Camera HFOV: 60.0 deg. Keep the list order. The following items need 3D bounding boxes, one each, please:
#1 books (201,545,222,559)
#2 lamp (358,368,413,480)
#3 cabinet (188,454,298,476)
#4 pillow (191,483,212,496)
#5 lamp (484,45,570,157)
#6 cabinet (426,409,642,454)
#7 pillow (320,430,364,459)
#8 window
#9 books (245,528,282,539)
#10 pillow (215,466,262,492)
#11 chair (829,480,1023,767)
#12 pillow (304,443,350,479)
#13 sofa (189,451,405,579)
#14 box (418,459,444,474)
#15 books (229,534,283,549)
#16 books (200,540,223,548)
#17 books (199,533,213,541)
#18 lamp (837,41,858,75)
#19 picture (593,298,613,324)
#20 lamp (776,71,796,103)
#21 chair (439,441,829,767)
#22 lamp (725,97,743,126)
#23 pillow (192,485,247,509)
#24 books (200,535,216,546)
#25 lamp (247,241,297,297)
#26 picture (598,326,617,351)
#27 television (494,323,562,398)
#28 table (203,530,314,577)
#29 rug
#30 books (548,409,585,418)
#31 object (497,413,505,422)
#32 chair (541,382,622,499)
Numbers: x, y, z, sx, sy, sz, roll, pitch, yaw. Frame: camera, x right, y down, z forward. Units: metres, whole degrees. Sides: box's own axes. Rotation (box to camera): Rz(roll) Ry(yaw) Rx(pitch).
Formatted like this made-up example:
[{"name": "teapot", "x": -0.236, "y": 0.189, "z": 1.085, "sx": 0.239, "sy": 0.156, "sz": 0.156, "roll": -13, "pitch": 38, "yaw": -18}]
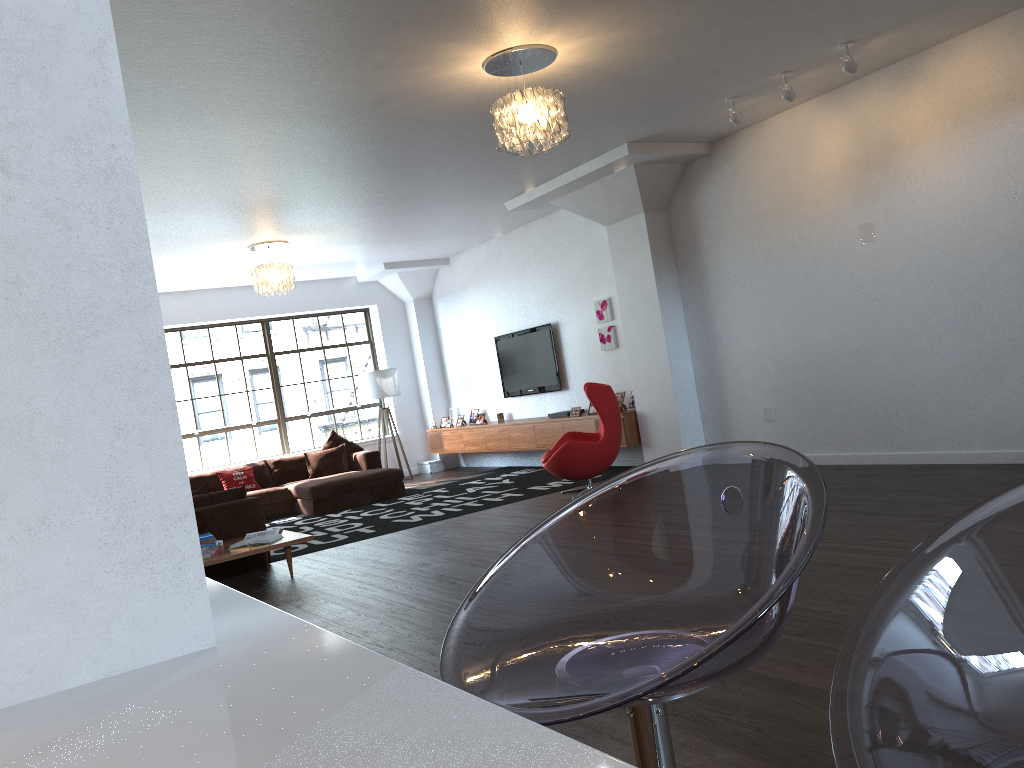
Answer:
[{"name": "books", "x": -2.217, "y": 1.208, "z": 6.299, "sx": 0.236, "sy": 0.035, "sz": 0.340, "roll": -9, "pitch": 0, "yaw": -7}, {"name": "lamp", "x": -1.770, "y": 0.593, "z": 12.523, "sx": 0.545, "sy": 1.579, "sz": 0.545, "roll": -9, "pitch": 0, "yaw": -21}, {"name": "cabinet", "x": -3.473, "y": 1.363, "z": 11.595, "sx": 1.520, "sy": 0.625, "sz": 0.350, "roll": -10, "pitch": 0, "yaw": -32}, {"name": "pillow", "x": -2.690, "y": 1.047, "z": 7.407, "sx": 0.559, "sy": 0.411, "sz": 0.269, "roll": -9, "pitch": 0, "yaw": 14}, {"name": "lamp", "x": 0.089, "y": -1.632, "z": 5.191, "sx": 0.441, "sy": 0.539, "sz": 0.442, "roll": -9, "pitch": 0, "yaw": 10}, {"name": "cabinet", "x": 0.157, "y": 0.626, "z": 11.087, "sx": 0.459, "sy": 0.350, "sz": 4.501, "roll": -10, "pitch": 0, "yaw": -32}, {"name": "pillow", "x": -2.253, "y": 0.876, "z": 11.395, "sx": 0.335, "sy": 0.587, "sz": 0.651, "roll": -9, "pitch": 0, "yaw": 37}, {"name": "window", "x": -3.966, "y": 0.162, "z": 12.049, "sx": 4.648, "sy": 1.905, "sz": 0.114, "roll": -10, "pitch": 0, "yaw": -32}, {"name": "books", "x": -1.927, "y": 1.156, "z": 6.878, "sx": 0.256, "sy": 0.035, "sz": 0.350, "roll": -9, "pitch": 0, "yaw": -7}, {"name": "pillow", "x": -3.287, "y": 1.169, "z": 10.673, "sx": 0.465, "sy": 0.308, "sz": 0.220, "roll": -10, "pitch": 0, "yaw": -36}, {"name": "chair", "x": 0.532, "y": 0.561, "z": 0.578, "sx": 0.481, "sy": 1.014, "sz": 0.530, "roll": -10, "pitch": 0, "yaw": -34}, {"name": "pillow", "x": -2.325, "y": 0.973, "z": 11.146, "sx": 0.542, "sy": 0.362, "sz": 0.248, "roll": -9, "pitch": 0, "yaw": -11}, {"name": "sofa", "x": -2.508, "y": 1.196, "z": 9.258, "sx": 3.481, "sy": 0.664, "sz": 4.197, "roll": -10, "pitch": 0, "yaw": -32}, {"name": "box", "x": -1.187, "y": 1.211, "z": 13.012, "sx": 0.228, "sy": 0.165, "sz": 0.368, "roll": -10, "pitch": 0, "yaw": -32}, {"name": "books", "x": -1.876, "y": 1.149, "z": 6.504, "sx": 0.342, "sy": 0.040, "sz": 0.231, "roll": -9, "pitch": 0, "yaw": 8}, {"name": "books", "x": -2.369, "y": 1.230, "z": 6.677, "sx": 0.312, "sy": 0.037, "sz": 0.216, "roll": -10, "pitch": 0, "yaw": -42}, {"name": "books", "x": -2.381, "y": 1.164, "z": 6.678, "sx": 0.224, "sy": 0.027, "sz": 0.157, "roll": -10, "pitch": 0, "yaw": -27}, {"name": "lamp", "x": 2.236, "y": -2.164, "z": 5.904, "sx": 0.111, "sy": 0.211, "sz": 0.120, "roll": -9, "pitch": 0, "yaw": 32}, {"name": "picture", "x": 1.004, "y": -0.806, "z": 9.779, "sx": 0.030, "sy": 0.250, "sz": 0.250, "roll": -10, "pitch": 0, "yaw": -32}, {"name": "lamp", "x": 1.965, "y": -2.121, "z": 6.344, "sx": 0.111, "sy": 0.211, "sz": 0.120, "roll": -9, "pitch": 0, "yaw": 17}, {"name": "chair", "x": 0.201, "y": 0.613, "z": 1.112, "sx": 0.481, "sy": 1.014, "sz": 0.530, "roll": -10, "pitch": 0, "yaw": -30}, {"name": "lamp", "x": 1.700, "y": -2.080, "z": 6.773, "sx": 0.111, "sy": 0.211, "sz": 0.120, "roll": -9, "pitch": 0, "yaw": 2}, {"name": "pillow", "x": -2.511, "y": 1.062, "z": 7.202, "sx": 0.750, "sy": 0.364, "sz": 0.289, "roll": -10, "pitch": 0, "yaw": -33}, {"name": "books", "x": -2.381, "y": 1.195, "z": 6.678, "sx": 0.279, "sy": 0.035, "sz": 0.191, "roll": -9, "pitch": 0, "yaw": -22}, {"name": "lamp", "x": -2.564, "y": -1.217, "z": 9.481, "sx": 0.441, "sy": 0.539, "sz": 0.442, "roll": -9, "pitch": 0, "yaw": 10}, {"name": "picture", "x": 1.054, "y": -0.503, "z": 9.780, "sx": 0.030, "sy": 0.250, "sz": 0.250, "roll": -10, "pitch": 0, "yaw": -32}, {"name": "television", "x": 0.180, "y": -0.269, "z": 11.112, "sx": 0.013, "sy": 0.816, "sz": 1.324, "roll": -10, "pitch": 0, "yaw": -32}, {"name": "table", "x": -2.104, "y": 1.344, "z": 6.501, "sx": 1.100, "sy": 0.271, "sz": 0.853, "roll": -10, "pitch": 0, "yaw": -32}, {"name": "rug", "x": -1.054, "y": 1.288, "z": 9.547, "sx": 4.200, "sy": 0.007, "sz": 3.100, "roll": -10, "pitch": 0, "yaw": -31}, {"name": "books", "x": 0.636, "y": 0.350, "z": 10.421, "sx": 0.250, "sy": 0.053, "sz": 0.400, "roll": -10, "pitch": 0, "yaw": -32}, {"name": "object", "x": -0.151, "y": 0.440, "z": 11.739, "sx": 0.089, "sy": 0.110, "sz": 0.089, "roll": -9, "pitch": 0, "yaw": 13}, {"name": "chair", "x": 0.641, "y": 0.509, "z": 8.286, "sx": 0.801, "sy": 1.006, "sz": 0.798, "roll": -9, "pitch": 0, "yaw": -7}]
